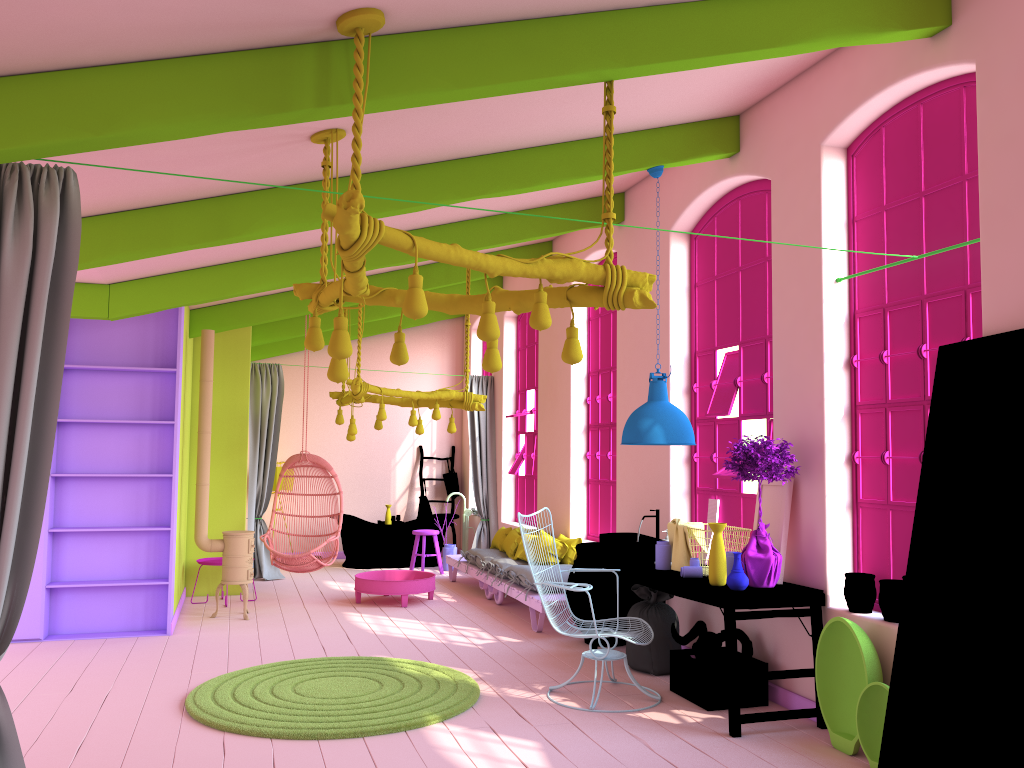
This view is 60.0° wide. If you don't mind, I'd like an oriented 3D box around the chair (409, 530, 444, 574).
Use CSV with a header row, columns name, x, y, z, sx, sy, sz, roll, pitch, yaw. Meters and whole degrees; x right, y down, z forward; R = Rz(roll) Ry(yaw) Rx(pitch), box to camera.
name,x,y,z,sx,sy,sz,roll,pitch,yaw
chair,-1.179,2.265,11.908,0.446,0.592,0.473,-3,-6,41

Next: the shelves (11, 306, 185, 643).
name,x,y,z,sx,sy,sz,roll,pitch,yaw
shelves,-3.894,0.652,7.725,1.842,3.102,0.385,2,-4,-17

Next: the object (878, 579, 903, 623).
name,x,y,z,sx,sy,sz,roll,pitch,yaw
object,2.149,1.215,4.965,0.182,0.222,0.182,4,-5,-35

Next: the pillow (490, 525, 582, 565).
name,x,y,z,sx,sy,sz,roll,pitch,yaw
pillow,0.181,1.800,9.990,0.578,0.399,1.999,2,-5,-17

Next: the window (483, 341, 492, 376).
name,x,y,z,sx,sy,sz,roll,pitch,yaw
window,-0.280,0.459,13.311,0.072,3.044,1.276,2,-4,-17

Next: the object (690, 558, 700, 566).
name,x,y,z,sx,sy,sz,roll,pitch,yaw
object,1.247,1.250,6.057,0.065,0.118,0.065,-2,-5,31

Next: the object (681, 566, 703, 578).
name,x,y,z,sx,sy,sz,roll,pitch,yaw
object,1.209,1.267,5.974,0.137,0.076,0.076,0,-4,3

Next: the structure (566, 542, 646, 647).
name,x,y,z,sx,sy,sz,roll,pitch,yaw
structure,0.819,1.821,7.708,0.718,0.844,0.718,-3,-6,40

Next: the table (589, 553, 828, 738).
name,x,y,z,sx,sy,sz,roll,pitch,yaw
table,1.265,1.719,6.268,0.655,0.820,2.194,2,-5,-17

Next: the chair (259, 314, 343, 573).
name,x,y,z,sx,sy,sz,roll,pitch,yaw
chair,-2.313,0.525,9.883,0.860,3.127,0.807,0,-4,3

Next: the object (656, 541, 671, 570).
name,x,y,z,sx,sy,sz,roll,pitch,yaw
object,1.093,1.238,6.407,0.109,0.197,0.109,3,-5,-25

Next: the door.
name,x,y,z,sx,sy,sz,roll,pitch,yaw
door,2.105,0.849,3.923,0.450,2.209,1.154,1,-4,-7

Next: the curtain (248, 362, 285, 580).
name,x,y,z,sx,sy,sz,roll,pitch,yaw
curtain,-3.201,1.089,11.420,0.518,2.783,0.525,4,-5,-36

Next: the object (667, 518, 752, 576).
name,x,y,z,sx,sy,sz,roll,pitch,yaw
object,1.352,1.150,6.307,0.444,0.369,0.633,2,-5,-17

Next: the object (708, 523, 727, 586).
name,x,y,z,sx,sy,sz,roll,pitch,yaw
object,1.285,1.063,5.542,0.116,0.382,0.116,4,-6,-43

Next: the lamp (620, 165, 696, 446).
name,x,y,z,sx,sy,sz,roll,pitch,yaw
lamp,1.039,-0.568,6.316,0.529,2.000,0.529,0,-4,14

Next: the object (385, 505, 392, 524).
name,x,y,z,sx,sy,sz,roll,pitch,yaw
object,-1.795,1.915,12.869,0.097,0.320,0.097,1,-4,-6

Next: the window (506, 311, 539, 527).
name,x,y,z,sx,sy,sz,roll,pitch,yaw
window,0.286,0.328,11.491,0.551,3.007,1.515,2,-4,-17

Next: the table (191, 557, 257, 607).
name,x,y,z,sx,sy,sz,roll,pitch,yaw
table,-3.088,2.116,9.538,0.596,0.458,0.596,-1,-5,20

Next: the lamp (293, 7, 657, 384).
name,x,y,z,sx,sy,sz,roll,pitch,yaw
lamp,-0.442,-1.116,4.345,1.611,2.263,1.776,4,-5,-35

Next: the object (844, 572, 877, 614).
name,x,y,z,sx,sy,sz,roll,pitch,yaw
object,2.061,1.237,5.249,0.182,0.222,0.182,4,-5,-40

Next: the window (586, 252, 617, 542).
name,x,y,z,sx,sy,sz,roll,pitch,yaw
window,1.013,0.138,9.153,0.072,3.044,1.276,2,-4,-17

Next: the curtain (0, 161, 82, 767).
name,x,y,z,sx,sy,sz,roll,pitch,yaw
curtain,-1.951,0.463,3.347,0.518,2.783,0.525,4,-5,-36

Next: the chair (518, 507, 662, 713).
name,x,y,z,sx,sy,sz,roll,pitch,yaw
chair,0.547,1.487,6.021,0.925,1.237,1.079,-1,-4,17

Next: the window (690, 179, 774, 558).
name,x,y,z,sx,sy,sz,roll,pitch,yaw
window,1.747,-0.035,6.809,0.492,3.001,1.498,2,-4,-17

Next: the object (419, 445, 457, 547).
name,x,y,z,sx,sy,sz,roll,pitch,yaw
object,-1.156,1.845,13.873,0.603,1.763,0.410,2,-4,-17

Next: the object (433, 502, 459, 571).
name,x,y,z,sx,sy,sz,roll,pitch,yaw
object,-0.896,2.103,12.366,0.451,0.986,0.277,-1,-5,27

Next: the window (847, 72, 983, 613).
name,x,y,z,sx,sy,sz,roll,pitch,yaw
window,2.311,-0.185,4.979,0.072,3.044,1.276,2,-4,-17

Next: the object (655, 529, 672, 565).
name,x,y,z,sx,sy,sz,roll,pitch,yaw
object,1.184,1.239,6.711,0.165,0.249,0.411,-1,-5,18

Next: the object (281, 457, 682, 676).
name,x,y,z,sx,sy,sz,roll,pitch,yaw
object,-1.109,1.617,10.002,2.827,1.579,7.870,2,-5,-16

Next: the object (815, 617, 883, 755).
name,x,y,z,sx,sy,sz,roll,pitch,yaw
object,1.919,1.664,4.934,0.218,0.733,0.451,2,-4,-17

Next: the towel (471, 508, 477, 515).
name,x,y,z,sx,sy,sz,roll,pitch,yaw
towel,-0.486,1.920,13.419,0.262,0.102,0.247,2,-5,-16

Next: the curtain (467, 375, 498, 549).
name,x,y,z,sx,sy,sz,roll,pitch,yaw
curtain,-0.392,1.244,12.274,0.518,2.783,0.525,0,-4,2

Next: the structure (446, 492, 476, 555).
name,x,y,z,sx,sy,sz,roll,pitch,yaw
structure,-0.739,2.144,13.194,0.451,1.060,0.254,-1,-4,26

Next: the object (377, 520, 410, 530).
name,x,y,z,sx,sy,sz,roll,pitch,yaw
object,-1.730,2.052,12.912,0.360,0.068,1.324,2,-5,-17

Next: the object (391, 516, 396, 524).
name,x,y,z,sx,sy,sz,roll,pitch,yaw
object,-1.702,1.977,12.721,0.069,0.170,0.069,0,-4,2

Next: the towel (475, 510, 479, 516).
name,x,y,z,sx,sy,sz,roll,pitch,yaw
towel,-0.407,1.901,13.164,0.247,0.102,0.262,3,-5,-26

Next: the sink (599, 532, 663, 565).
name,x,y,z,sx,sy,sz,roll,pitch,yaw
sink,0.915,1.273,6.870,0.340,0.194,0.609,2,-5,-17

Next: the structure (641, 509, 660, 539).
name,x,y,z,sx,sy,sz,roll,pitch,yaw
structure,1.087,1.182,6.956,0.166,0.396,0.087,1,-4,-8

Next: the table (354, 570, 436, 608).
name,x,y,z,sx,sy,sz,roll,pitch,yaw
table,-1.280,2.239,9.721,0.885,0.285,0.886,0,-5,9

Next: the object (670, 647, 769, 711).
name,x,y,z,sx,sy,sz,roll,pitch,yaw
object,1.379,1.967,5.950,0.446,0.277,0.522,2,-5,-17

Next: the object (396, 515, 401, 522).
name,x,y,z,sx,sy,sz,roll,pitch,yaw
object,-1.655,1.992,12.905,0.069,0.170,0.069,0,-4,2

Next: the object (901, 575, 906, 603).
name,x,y,z,sx,sy,sz,roll,pitch,yaw
object,2.214,1.175,4.768,0.223,0.272,0.223,3,-5,-30

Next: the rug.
name,x,y,z,sx,sy,sz,roll,pitch,yaw
rug,-1.169,2.054,5.930,1.889,0.050,1.890,3,-5,-30

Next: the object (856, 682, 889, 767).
name,x,y,z,sx,sy,sz,roll,pitch,yaw
object,1.945,1.771,4.591,0.137,0.462,0.284,3,-5,-32

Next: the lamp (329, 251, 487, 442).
name,x,y,z,sx,sy,sz,roll,pitch,yaw
lamp,-1.379,-0.486,9.832,1.611,2.263,1.776,4,-5,-35

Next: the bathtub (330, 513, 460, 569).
name,x,y,z,sx,sy,sz,roll,pitch,yaw
bathtub,-1.701,2.264,12.907,1.889,0.739,0.827,2,-5,-17

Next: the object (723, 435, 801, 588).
name,x,y,z,sx,sy,sz,roll,pitch,yaw
object,1.559,0.791,5.588,0.502,0.950,0.441,-2,-5,33

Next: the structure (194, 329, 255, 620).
name,x,y,z,sx,sy,sz,roll,pitch,yaw
structure,-2.804,0.884,8.826,0.577,2.812,0.403,1,-4,0

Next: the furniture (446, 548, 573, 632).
name,x,y,z,sx,sy,sz,roll,pitch,yaw
furniture,0.040,2.151,9.837,0.907,0.507,3.778,2,-5,-17

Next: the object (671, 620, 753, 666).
name,x,y,z,sx,sy,sz,roll,pitch,yaw
object,1.368,1.886,6.104,0.300,0.447,0.672,4,-6,-41

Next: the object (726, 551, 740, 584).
name,x,y,z,sx,sy,sz,roll,pitch,yaw
object,1.408,1.170,5.647,0.109,0.197,0.109,-1,-4,20

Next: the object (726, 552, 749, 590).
name,x,y,z,sx,sy,sz,roll,pitch,yaw
object,1.361,1.130,5.353,0.132,0.219,0.132,1,-4,0

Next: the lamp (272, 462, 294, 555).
name,x,y,z,sx,sy,sz,roll,pitch,yaw
lamp,-3.472,1.874,13.040,0.491,1.465,0.477,0,-4,13
